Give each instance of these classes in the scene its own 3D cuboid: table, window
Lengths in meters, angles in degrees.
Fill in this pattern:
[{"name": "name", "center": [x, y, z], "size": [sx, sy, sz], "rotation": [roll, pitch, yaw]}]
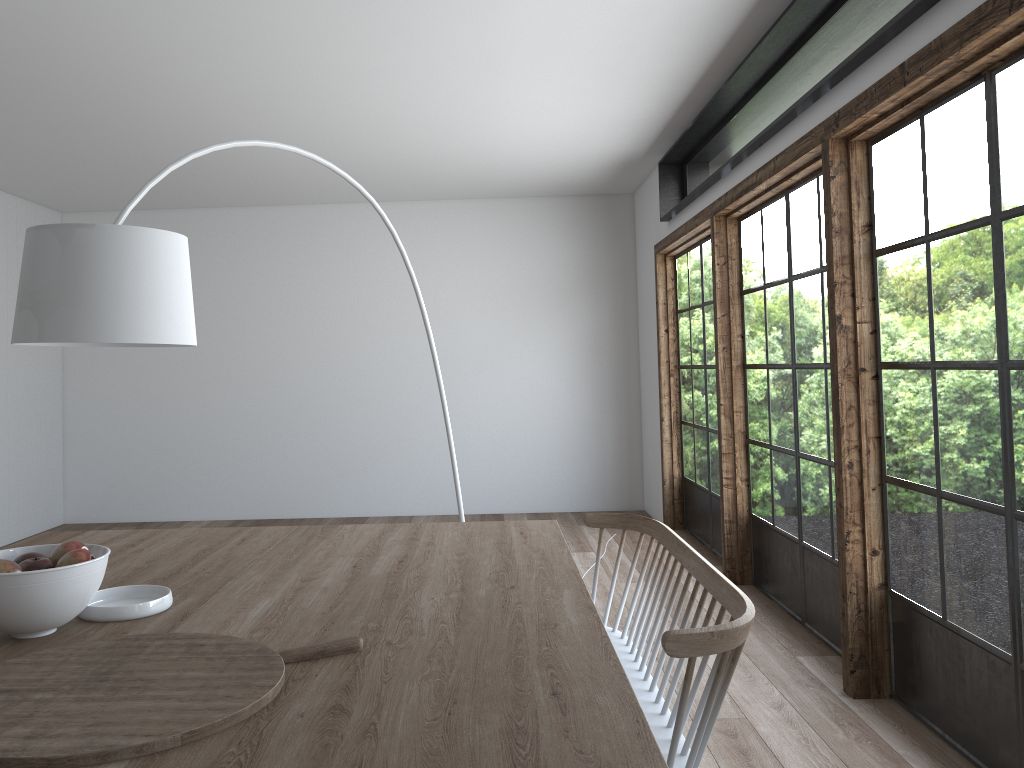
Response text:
[{"name": "table", "center": [-1.206, 0.923, 2.201], "size": [0.935, 0.751, 2.041], "rotation": [-2, 1, -1]}, {"name": "window", "center": [1.326, 0.064, 4.354], "size": [0.161, 2.260, 5.401], "rotation": [-2, 1, -2]}, {"name": "table", "center": [-0.269, 0.897, 2.174], "size": [0.935, 0.751, 2.041], "rotation": [-2, 1, -1]}]

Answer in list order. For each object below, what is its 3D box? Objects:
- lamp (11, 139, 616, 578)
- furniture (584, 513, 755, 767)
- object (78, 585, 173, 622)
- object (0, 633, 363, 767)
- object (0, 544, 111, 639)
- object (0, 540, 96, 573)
[{"name": "lamp", "center": [0.110, 0.210, 4.321], "size": [0.890, 2.028, 5.101], "rotation": [-2, 0, 25]}, {"name": "furniture", "center": [0.228, 0.850, 2.287], "size": [0.544, 0.812, 1.360], "rotation": [-2, 0, -1]}, {"name": "object", "center": [-0.925, 0.523, 2.114], "size": [0.211, 0.035, 0.219], "rotation": [-2, 1, -21]}, {"name": "object", "center": [-0.689, 0.534, 1.590], "size": [0.609, 0.023, 0.663], "rotation": [-1, 1, 22]}, {"name": "object", "center": [-1.054, 0.465, 1.949], "size": [0.314, 0.165, 0.315], "rotation": [-2, 0, -3]}, {"name": "object", "center": [-1.055, 0.444, 1.954], "size": [0.244, 0.168, 0.243], "rotation": [-2, 0, -39]}]
